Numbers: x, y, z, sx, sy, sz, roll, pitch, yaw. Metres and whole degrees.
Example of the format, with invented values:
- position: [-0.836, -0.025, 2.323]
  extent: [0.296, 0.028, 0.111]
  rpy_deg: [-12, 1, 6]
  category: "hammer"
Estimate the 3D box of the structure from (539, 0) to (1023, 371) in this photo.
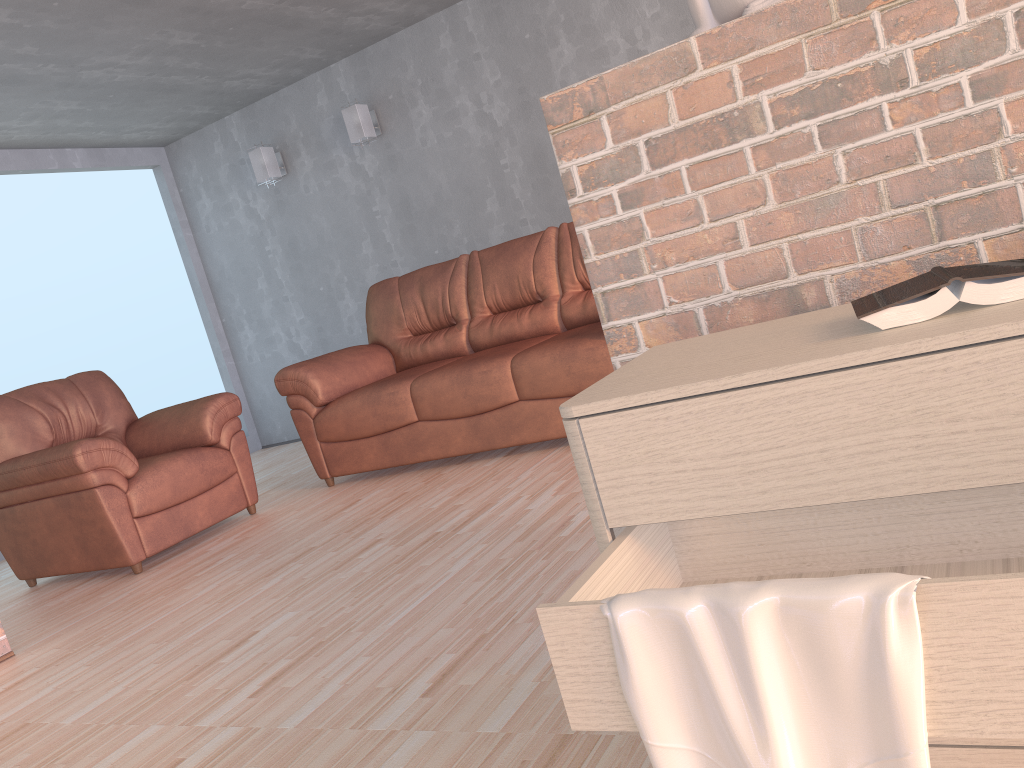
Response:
- position: [0.831, -0.129, 1.281]
  extent: [1.422, 1.057, 0.211]
  rpy_deg: [-12, 8, 30]
  category: "structure"

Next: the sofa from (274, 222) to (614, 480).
- position: [-0.065, -0.231, 4.400]
  extent: [2.202, 0.923, 0.981]
  rpy_deg: [-12, 8, 30]
  category: "sofa"

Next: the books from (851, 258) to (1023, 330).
- position: [0.503, -0.110, 1.020]
  extent: [0.209, 0.040, 0.146]
  rpy_deg: [-14, 7, 21]
  category: "books"

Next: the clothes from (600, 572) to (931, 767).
- position: [0.273, 0.358, 0.838]
  extent: [0.325, 0.369, 0.097]
  rpy_deg: [-12, 8, 31]
  category: "clothes"

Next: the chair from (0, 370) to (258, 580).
- position: [-1.929, 0.348, 4.272]
  extent: [0.936, 0.879, 0.970]
  rpy_deg: [-12, 8, 30]
  category: "chair"

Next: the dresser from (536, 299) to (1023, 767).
- position: [0.885, 0.150, 0.788]
  extent: [1.686, 0.612, 0.605]
  rpy_deg: [-12, 8, 30]
  category: "dresser"

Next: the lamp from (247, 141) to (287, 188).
- position: [-1.746, -1.562, 6.323]
  extent: [0.165, 0.319, 0.168]
  rpy_deg: [-12, 8, 30]
  category: "lamp"

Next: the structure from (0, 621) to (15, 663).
- position: [-2.520, 0.593, 3.292]
  extent: [1.422, 1.057, 0.211]
  rpy_deg: [-12, 8, 30]
  category: "structure"

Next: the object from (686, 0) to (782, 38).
- position: [0.343, -0.667, 1.389]
  extent: [0.216, 0.218, 0.131]
  rpy_deg: [-12, 8, 30]
  category: "object"

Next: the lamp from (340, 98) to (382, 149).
- position: [-0.999, -1.723, 5.879]
  extent: [0.165, 0.319, 0.177]
  rpy_deg: [-12, 8, 30]
  category: "lamp"
